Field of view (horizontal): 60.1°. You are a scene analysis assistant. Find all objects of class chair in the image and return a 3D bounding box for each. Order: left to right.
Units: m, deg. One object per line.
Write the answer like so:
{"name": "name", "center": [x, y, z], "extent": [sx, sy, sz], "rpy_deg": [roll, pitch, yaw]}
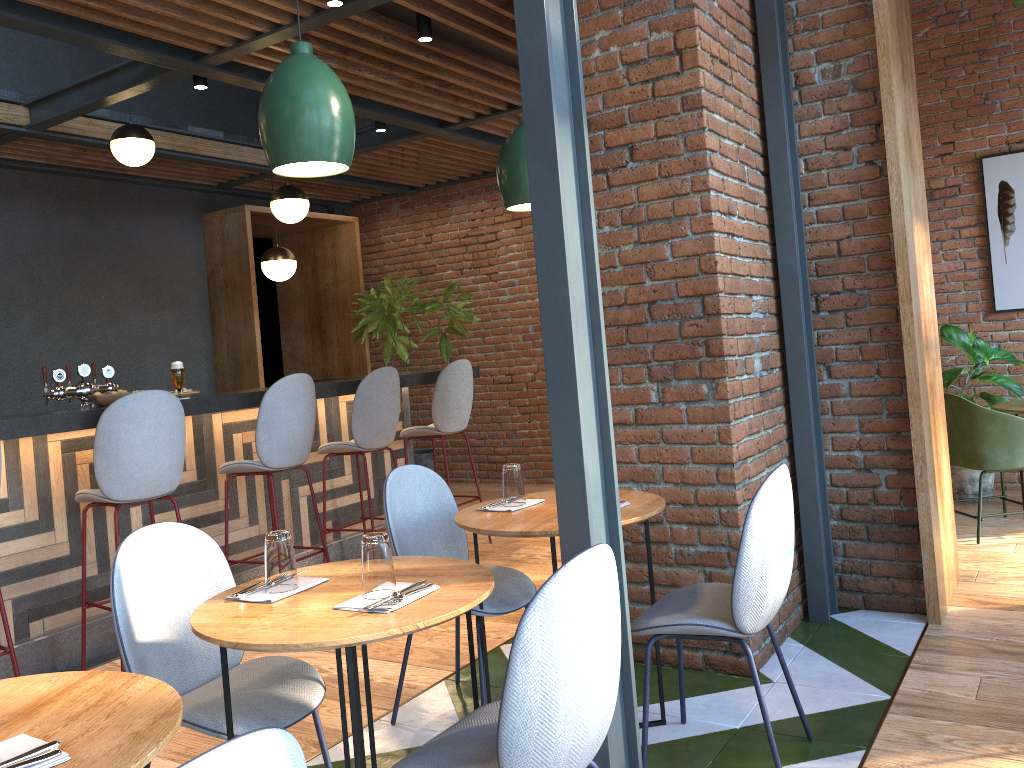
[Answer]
{"name": "chair", "center": [-2.157, 0.720, 3.319], "extent": [0.506, 1.243, 0.419], "rpy_deg": [-5, 0, 38]}
{"name": "chair", "center": [-0.485, 0.848, 1.074], "extent": [0.506, 0.888, 0.419], "rpy_deg": [-5, 0, 34]}
{"name": "chair", "center": [-1.676, 0.653, 3.939], "extent": [0.506, 1.243, 0.419], "rpy_deg": [-5, 0, 44]}
{"name": "chair", "center": [-0.758, 0.818, 2.348], "extent": [0.507, 0.888, 0.419], "rpy_deg": [-5, 0, 29]}
{"name": "chair", "center": [-1.231, 0.578, 4.559], "extent": [0.507, 1.243, 0.419], "rpy_deg": [-5, 0, 29]}
{"name": "chair", "center": [-0.878, 0.531, 5.242], "extent": [0.507, 1.243, 0.419], "rpy_deg": [-5, 0, 31]}
{"name": "chair", "center": [-0.472, 0.470, 5.850], "extent": [0.506, 1.243, 0.419], "rpy_deg": [-5, 0, 32]}
{"name": "chair", "center": [-0.173, 0.734, 3.176], "extent": [0.506, 0.888, 0.419], "rpy_deg": [-5, 0, 34]}
{"name": "chair", "center": [-0.006, 0.774, 1.857], "extent": [0.506, 0.888, 0.419], "rpy_deg": [-5, 0, 34]}
{"name": "chair", "center": [0.608, 0.688, 2.665], "extent": [0.507, 0.888, 0.419], "rpy_deg": [-5, 0, 29]}
{"name": "chair", "center": [2.751, 0.436, 5.134], "extent": [0.515, 0.819, 0.638], "rpy_deg": [-5, 1, -3]}

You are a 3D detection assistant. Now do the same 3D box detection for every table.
{"name": "table", "center": [-0.839, 0.938, 1.340], "extent": [0.698, 0.747, 0.701], "rpy_deg": [-4, 1, 43]}
{"name": "table", "center": [-0.358, 0.865, 2.089], "extent": [0.700, 0.747, 0.699], "rpy_deg": [-5, 1, -15]}
{"name": "table", "center": [0.188, 0.783, 2.942], "extent": [0.700, 0.747, 0.699], "rpy_deg": [-5, 1, -11]}
{"name": "table", "center": [3.291, 0.454, 5.172], "extent": [0.806, 0.687, 0.808], "rpy_deg": [-5, 1, 16]}

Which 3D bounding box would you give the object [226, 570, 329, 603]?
{"name": "object", "center": [-0.569, 0.495, 2.184], "extent": [0.157, 0.019, 0.243], "rpy_deg": [-4, 3, 30]}

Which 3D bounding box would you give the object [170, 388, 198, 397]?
{"name": "object", "center": [-1.725, 0.053, 4.403], "extent": [0.163, 0.052, 0.292], "rpy_deg": [-3, 3, 41]}

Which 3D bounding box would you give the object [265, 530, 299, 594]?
{"name": "object", "center": [-0.564, 0.429, 2.155], "extent": [0.080, 0.138, 0.080], "rpy_deg": [-5, 0, -17]}

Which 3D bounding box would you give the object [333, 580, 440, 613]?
{"name": "object", "center": [-0.288, 0.478, 2.003], "extent": [0.157, 0.019, 0.243], "rpy_deg": [-4, 3, 30]}

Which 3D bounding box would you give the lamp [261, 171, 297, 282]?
{"name": "lamp", "center": [-1.958, -2.685, 6.881], "extent": [0.269, 3.795, 0.268], "rpy_deg": [-5, 0, -36]}

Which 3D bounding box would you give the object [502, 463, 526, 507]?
{"name": "object", "center": [0.003, 0.344, 3.031], "extent": [0.080, 0.138, 0.080], "rpy_deg": [-5, 0, -21]}

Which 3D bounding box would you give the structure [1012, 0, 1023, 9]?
{"name": "structure", "center": [1.676, -1.829, 3.216], "extent": [0.512, 0.969, 0.665], "rpy_deg": [-5, 0, 25]}

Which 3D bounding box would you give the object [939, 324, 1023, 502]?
{"name": "object", "center": [3.065, 0.185, 5.967], "extent": [0.634, 1.196, 0.714], "rpy_deg": [-5, 0, -7]}

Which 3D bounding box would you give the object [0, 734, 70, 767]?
{"name": "object", "center": [-0.772, 0.551, 1.251], "extent": [0.157, 0.019, 0.243], "rpy_deg": [-3, 3, 38]}

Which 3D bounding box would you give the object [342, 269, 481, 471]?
{"name": "object", "center": [-0.941, -0.014, 8.182], "extent": [1.513, 2.097, 1.085], "rpy_deg": [-4, 0, 38]}

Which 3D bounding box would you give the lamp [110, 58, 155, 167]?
{"name": "lamp", "center": [-2.607, -3.300, 5.749], "extent": [0.268, 3.795, 0.269], "rpy_deg": [-5, 0, 39]}

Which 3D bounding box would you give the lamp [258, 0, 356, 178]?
{"name": "lamp", "center": [-0.562, -1.514, 2.106], "extent": [0.223, 2.022, 0.224], "rpy_deg": [-5, 0, 36]}

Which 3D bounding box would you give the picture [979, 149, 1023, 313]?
{"name": "picture", "center": [3.602, -1.055, 5.965], "extent": [0.724, 1.095, 0.023], "rpy_deg": [-5, 0, 33]}

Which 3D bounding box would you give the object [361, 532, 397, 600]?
{"name": "object", "center": [-0.308, 0.413, 2.025], "extent": [0.080, 0.138, 0.080], "rpy_deg": [-5, 0, 43]}

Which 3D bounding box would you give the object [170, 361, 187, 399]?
{"name": "object", "center": [-1.626, -0.021, 4.316], "extent": [0.070, 0.183, 0.070], "rpy_deg": [-5, 0, -37]}

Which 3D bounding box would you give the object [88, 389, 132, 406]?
{"name": "object", "center": [-1.911, 0.066, 4.215], "extent": [0.168, 0.072, 0.168], "rpy_deg": [-6, 2, -37]}

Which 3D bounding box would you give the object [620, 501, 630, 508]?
{"name": "object", "center": [0.260, 0.396, 2.848], "extent": [0.157, 0.019, 0.243], "rpy_deg": [-3, 3, 36]}

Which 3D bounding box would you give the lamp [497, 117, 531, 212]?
{"name": "lamp", "center": [-0.016, -1.596, 2.958], "extent": [0.223, 2.022, 0.224], "rpy_deg": [-5, 0, 36]}

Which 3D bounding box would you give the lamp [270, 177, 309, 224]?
{"name": "lamp", "center": [-1.722, -3.025, 6.275], "extent": [0.268, 3.795, 0.269], "rpy_deg": [-5, -1, 42]}

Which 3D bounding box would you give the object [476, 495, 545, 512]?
{"name": "object", "center": [0.003, 0.410, 3.061], "extent": [0.157, 0.019, 0.243], "rpy_deg": [-3, 3, 36]}

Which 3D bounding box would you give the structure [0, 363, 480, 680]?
{"name": "structure", "center": [-2.691, 0.620, 4.988], "extent": [2.911, 1.396, 4.931], "rpy_deg": [-4, 2, 33]}

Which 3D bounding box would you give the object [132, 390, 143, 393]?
{"name": "object", "center": [-1.863, 0.062, 4.381], "extent": [0.078, 0.060, 0.108], "rpy_deg": [-4, 2, 41]}
